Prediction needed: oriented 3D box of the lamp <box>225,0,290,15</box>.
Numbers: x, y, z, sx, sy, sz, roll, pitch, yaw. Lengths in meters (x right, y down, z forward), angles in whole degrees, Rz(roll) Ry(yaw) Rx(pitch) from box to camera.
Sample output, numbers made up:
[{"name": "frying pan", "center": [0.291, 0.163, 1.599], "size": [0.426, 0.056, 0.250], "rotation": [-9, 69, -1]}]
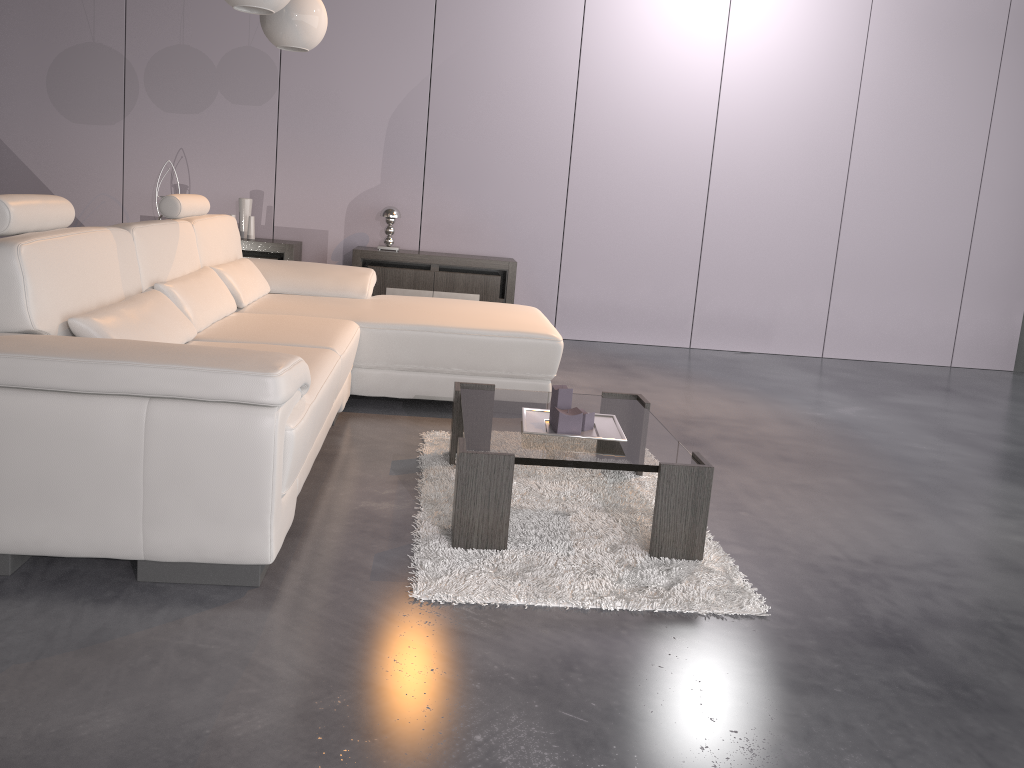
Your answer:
[{"name": "lamp", "center": [-0.891, -2.063, 3.146], "size": [0.306, 1.404, 0.309], "rotation": [5, 9, -2]}]

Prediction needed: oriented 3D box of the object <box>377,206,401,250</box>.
[{"name": "object", "center": [-0.816, -1.044, 5.919], "size": [0.140, 0.282, 0.141], "rotation": [4, 10, -5]}]

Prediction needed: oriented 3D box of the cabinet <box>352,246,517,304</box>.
[{"name": "cabinet", "center": [-0.534, -0.602, 5.988], "size": [1.072, 0.551, 0.380], "rotation": [4, 10, -5]}]

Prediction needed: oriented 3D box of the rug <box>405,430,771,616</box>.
[{"name": "rug", "center": [0.141, 0.379, 2.866], "size": [0.916, 0.023, 1.540], "rotation": [4, 12, -5]}]

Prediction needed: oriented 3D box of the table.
[{"name": "table", "center": [0.161, 0.242, 2.859], "size": [0.700, 0.268, 0.913], "rotation": [4, 12, -5]}]

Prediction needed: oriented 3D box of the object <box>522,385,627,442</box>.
[{"name": "object", "center": [0.187, 0.078, 2.716], "size": [0.304, 0.135, 0.307], "rotation": [5, 11, -1]}]

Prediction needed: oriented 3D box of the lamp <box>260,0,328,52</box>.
[{"name": "lamp", "center": [-0.964, -2.252, 4.021], "size": [0.306, 1.404, 0.309], "rotation": [5, 9, -2]}]

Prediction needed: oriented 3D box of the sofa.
[{"name": "sofa", "center": [-0.653, -0.229, 3.408], "size": [1.867, 0.852, 2.887], "rotation": [4, 12, -5]}]

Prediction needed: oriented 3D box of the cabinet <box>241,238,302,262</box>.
[{"name": "cabinet", "center": [-1.971, -0.698, 5.856], "size": [1.072, 0.551, 0.380], "rotation": [4, 10, -5]}]

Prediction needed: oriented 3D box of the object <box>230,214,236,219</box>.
[{"name": "object", "center": [-1.830, -1.032, 5.795], "size": [0.051, 0.151, 0.052], "rotation": [0, 10, -26]}]

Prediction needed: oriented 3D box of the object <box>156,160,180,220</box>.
[{"name": "object", "center": [-2.232, -1.215, 5.746], "size": [0.123, 0.462, 0.109], "rotation": [4, 9, -4]}]

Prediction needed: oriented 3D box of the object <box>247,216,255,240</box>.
[{"name": "object", "center": [-1.709, -1.024, 5.806], "size": [0.051, 0.151, 0.052], "rotation": [0, 10, -26]}]

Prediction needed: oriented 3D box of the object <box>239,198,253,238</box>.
[{"name": "object", "center": [-1.772, -1.101, 5.878], "size": [0.089, 0.262, 0.089], "rotation": [-4, 13, -43]}]
